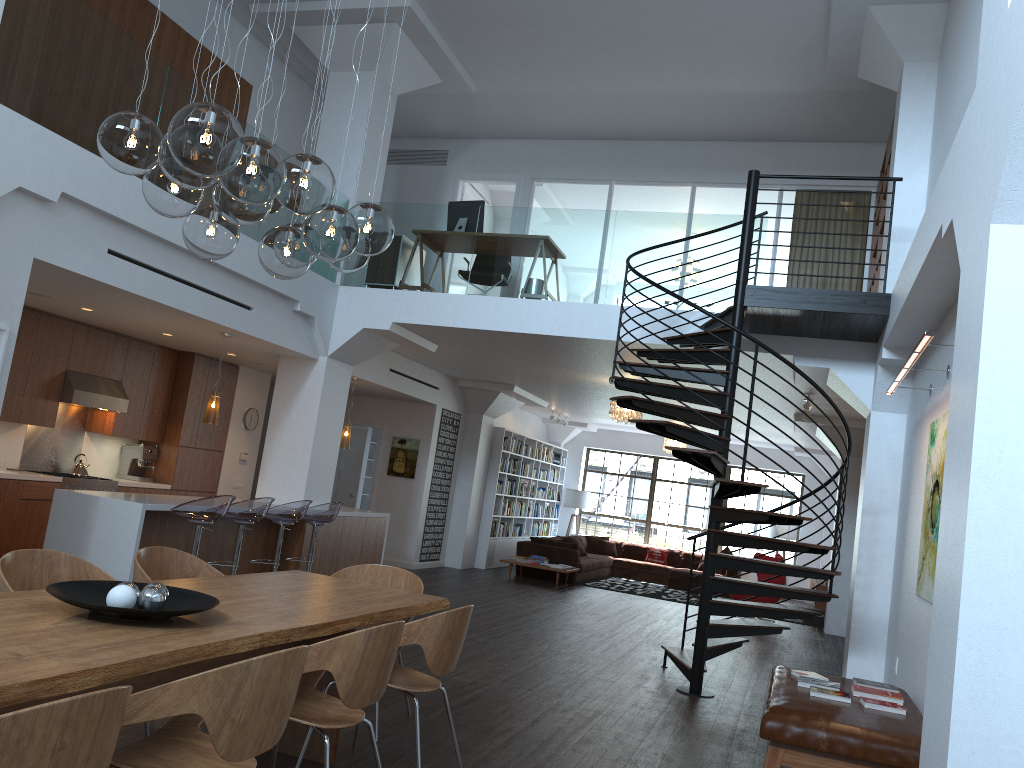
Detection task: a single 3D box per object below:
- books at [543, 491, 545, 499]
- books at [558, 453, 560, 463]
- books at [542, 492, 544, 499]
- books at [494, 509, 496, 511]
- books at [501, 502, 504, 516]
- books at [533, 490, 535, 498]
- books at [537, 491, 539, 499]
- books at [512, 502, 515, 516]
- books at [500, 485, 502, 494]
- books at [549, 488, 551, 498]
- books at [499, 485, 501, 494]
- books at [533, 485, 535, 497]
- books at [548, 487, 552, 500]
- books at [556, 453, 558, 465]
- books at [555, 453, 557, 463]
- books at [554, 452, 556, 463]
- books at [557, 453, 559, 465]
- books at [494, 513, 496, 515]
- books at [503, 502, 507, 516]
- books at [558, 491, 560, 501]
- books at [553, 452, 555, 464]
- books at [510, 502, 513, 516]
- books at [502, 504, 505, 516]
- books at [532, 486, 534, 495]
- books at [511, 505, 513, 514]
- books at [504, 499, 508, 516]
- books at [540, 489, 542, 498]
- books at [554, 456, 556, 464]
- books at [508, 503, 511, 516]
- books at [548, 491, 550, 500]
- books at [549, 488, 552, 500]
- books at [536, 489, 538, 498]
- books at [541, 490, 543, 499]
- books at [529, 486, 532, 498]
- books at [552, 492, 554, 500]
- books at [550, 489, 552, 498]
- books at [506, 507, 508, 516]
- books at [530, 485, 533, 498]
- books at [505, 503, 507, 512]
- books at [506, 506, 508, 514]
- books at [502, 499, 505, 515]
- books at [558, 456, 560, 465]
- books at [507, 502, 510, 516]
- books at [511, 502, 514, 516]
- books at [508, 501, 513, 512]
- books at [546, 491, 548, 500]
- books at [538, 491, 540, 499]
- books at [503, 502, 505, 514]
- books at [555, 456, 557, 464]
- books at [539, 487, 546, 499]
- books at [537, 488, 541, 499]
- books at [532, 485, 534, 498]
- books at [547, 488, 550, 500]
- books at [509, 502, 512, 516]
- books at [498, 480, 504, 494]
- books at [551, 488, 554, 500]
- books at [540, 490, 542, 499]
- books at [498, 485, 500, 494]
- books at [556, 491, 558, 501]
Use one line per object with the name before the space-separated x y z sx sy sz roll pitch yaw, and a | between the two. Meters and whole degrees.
books | 0.604 2.265 18.103 0.106 0.162 0.032 6 -7 18
books | 0.913 1.597 18.924 0.183 0.253 0.042 6 -7 18
books | 0.581 2.259 18.043 0.110 0.153 0.019 6 -7 18
books | -0.384 2.167 15.316 0.174 0.032 0.254 7 -7 14
books | -0.254 2.181 15.621 0.189 0.247 0.057 6 -7 19
books | 0.361 2.106 17.434 0.160 0.251 0.036 6 -7 18
books | 0.471 2.203 17.699 0.110 0.153 0.018 6 -7 18
books | -0.055 2.279 16.230 0.183 0.253 0.034 6 -7 18
books | -0.239 1.829 15.458 0.106 0.162 0.032 6 -7 18
books | 0.703 2.281 18.508 0.183 0.253 0.042 6 -7 18
books | -0.259 1.826 15.417 0.110 0.153 0.018 6 -7 18
books | 0.352 2.103 17.398 0.171 0.246 0.036 6 -7 18
books | 0.748 2.302 18.653 0.180 0.259 0.042 6 -7 18
books | 0.874 1.577 18.800 0.183 0.253 0.042 6 -7 18
books | 0.841 1.563 18.720 0.183 0.253 0.042 6 -7 18
books | 0.817 1.549 18.637 0.183 0.253 0.042 6 -7 18
books | 0.900 1.590 18.883 0.183 0.253 0.042 6 -7 18
books | -0.390 2.233 15.312 0.197 0.035 0.284 7 -7 9
books | -0.199 2.211 15.797 0.171 0.246 0.057 6 -7 18
books | 0.952 2.426 19.259 0.182 0.215 0.188 6 -7 18
books | 0.798 1.542 18.598 0.183 0.253 0.042 6 -7 18
books | -0.096 2.258 16.102 0.183 0.253 0.034 6 -7 18
books | -0.217 2.217 15.706 0.144 0.207 0.048 6 -7 18
books | 0.330 2.099 17.296 0.161 0.223 0.030 6 -7 18
books | -0.086 2.275 16.173 0.174 0.240 0.045 6 -7 18
books | -0.173 2.202 15.879 0.176 0.290 0.053 6 -7 18
books | 0.512 2.208 17.855 0.139 0.191 0.036 6 -7 18
books | 0.830 1.556 18.679 0.183 0.253 0.042 6 -7 18
books | -0.125 2.258 16.039 0.168 0.231 0.037 6 -7 18
books | 0.703 2.292 18.467 0.161 0.223 0.032 6 -7 18
books | 0.728 2.297 18.576 0.171 0.246 0.039 6 -7 18
books | 0.434 2.173 17.603 0.128 0.178 0.021 6 -7 18
books | 0.547 2.232 17.964 0.128 0.178 0.021 6 -7 18
books | 0.292 2.081 17.193 0.161 0.223 0.030 6 -7 18
books | 0.804 2.342 18.816 0.174 0.236 0.142 6 -7 18
books | 0.737 2.300 18.614 0.160 0.251 0.039 6 -7 18
books | -0.170 2.237 15.952 0.174 0.240 0.045 6 -7 18
books | 0.307 2.073 17.233 0.174 0.251 0.051 6 -7 18
books | -0.188 2.229 15.836 0.161 0.223 0.027 6 -7 18
books | -0.164 2.241 15.912 0.161 0.223 0.026 6 -7 18
books | -0.218 2.166 15.666 0.140 0.298 0.044 6 -7 18
books | 0.924 1.604 18.966 0.183 0.253 0.042 6 -7 18
books | -0.133 2.244 15.993 0.171 0.246 0.057 6 -7 18
books | -0.067 2.276 16.203 0.160 0.250 0.026 6 -7 18
books | -0.090 2.263 16.135 0.183 0.253 0.034 6 -7 18
books | 0.663 2.273 18.357 0.161 0.223 0.032 6 -7 18
books | 0.494 2.208 17.756 0.106 0.162 0.030 6 -7 18
books | -0.216 2.206 15.754 0.159 0.241 0.038 6 -7 18
books | 0.856 1.570 18.761 0.183 0.253 0.042 6 -7 18
books | 0.611 2.239 18.168 0.140 0.231 0.042 6 -7 18
books | 0.497 2.194 17.819 0.140 0.206 0.042 6 -7 18
books | 0.328 2.090 17.335 0.183 0.253 0.039 6 -7 18
books | 0.678 2.271 18.398 0.174 0.240 0.054 6 -7 18
books | -0.110 2.253 16.072 0.183 0.253 0.034 6 -7 18
books | -0.233 1.802 15.524 0.140 0.231 0.042 6 -7 18
books | 0.779 2.319 18.732 0.183 0.253 0.042 6 -7 18
books | 0.522 2.211 17.895 0.136 0.196 0.045 6 -7 18
books | -0.272 1.811 15.385 0.109 0.171 0.018 6 -7 18
books | 0.897 2.393 19.080 0.161 0.222 0.084 6 -7 18
